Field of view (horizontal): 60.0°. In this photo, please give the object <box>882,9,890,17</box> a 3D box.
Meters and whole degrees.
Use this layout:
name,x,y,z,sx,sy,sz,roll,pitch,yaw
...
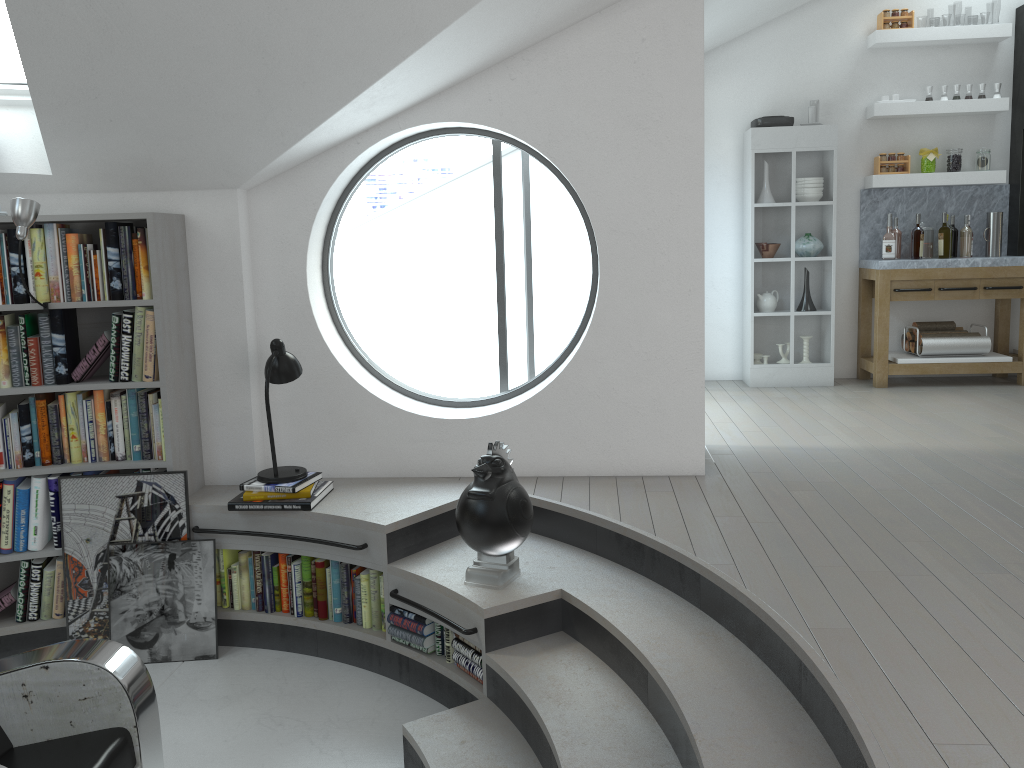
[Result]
name,x,y,z,sx,sy,sz,roll,pitch,yaw
object,2.862,-2.825,6.780,0.059,0.075,0.059,3,9,28

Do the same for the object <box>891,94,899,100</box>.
name,x,y,z,sx,sy,sz,roll,pitch,yaw
object,2.956,-2.197,6.841,0.054,0.071,0.054,-1,8,4

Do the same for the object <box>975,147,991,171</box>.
name,x,y,z,sx,sy,sz,roll,pitch,yaw
object,3.636,-1.728,6.842,0.103,0.177,0.208,2,9,27

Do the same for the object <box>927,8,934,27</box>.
name,x,y,z,sx,sy,sz,roll,pitch,yaw
object,3.205,-2.785,6.792,0.048,0.169,0.048,0,8,13

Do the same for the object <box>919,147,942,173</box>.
name,x,y,z,sx,sy,sz,roll,pitch,yaw
object,3.222,-1.731,6.873,0.163,0.198,0.128,-2,8,0

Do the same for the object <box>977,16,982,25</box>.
name,x,y,z,sx,sy,sz,roll,pitch,yaw
object,3.557,-2.752,6.763,0.094,0.093,0.094,5,10,37

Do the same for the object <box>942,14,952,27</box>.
name,x,y,z,sx,sy,sz,roll,pitch,yaw
object,3.283,-2.736,6.696,0.071,0.098,0.071,-6,9,-30

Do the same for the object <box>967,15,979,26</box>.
name,x,y,z,sx,sy,sz,roll,pitch,yaw
object,3.484,-2.737,6.708,0.077,0.085,0.077,4,10,37

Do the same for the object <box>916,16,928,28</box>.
name,x,y,z,sx,sy,sz,roll,pitch,yaw
object,3.129,-2.746,6.768,0.082,0.105,0.082,-6,9,-26

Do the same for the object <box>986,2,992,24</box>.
name,x,y,z,sx,sy,sz,roll,pitch,yaw
object,3.614,-2.788,6.707,0.054,0.178,0.054,-4,8,-18

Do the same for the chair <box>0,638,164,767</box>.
name,x,y,z,sx,sy,sz,roll,pitch,yaw
chair,-1.502,1.181,2.459,0.741,0.717,0.826,-2,8,0

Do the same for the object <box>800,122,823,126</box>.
name,x,y,z,sx,sy,sz,roll,pitch,yaw
object,2.322,-1.984,6.838,0.151,0.024,0.296,3,10,29

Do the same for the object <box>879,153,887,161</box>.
name,x,y,z,sx,sy,sz,roll,pitch,yaw
object,2.894,-1.764,6.916,0.059,0.075,0.059,3,9,28

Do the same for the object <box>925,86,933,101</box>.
name,x,y,z,sx,sy,sz,roll,pitch,yaw
object,3.206,-2.224,6.811,0.068,0.124,0.064,-2,8,-1

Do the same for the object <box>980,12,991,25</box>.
name,x,y,z,sx,sy,sz,roll,pitch,yaw
object,3.559,-2.740,6.672,0.071,0.098,0.071,-6,9,-30

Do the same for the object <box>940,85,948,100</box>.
name,x,y,z,sx,sy,sz,roll,pitch,yaw
object,3.317,-2.226,6.801,0.068,0.124,0.064,-2,8,-1

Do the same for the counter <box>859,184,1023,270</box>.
name,x,y,z,sx,sy,sz,roll,pitch,yaw
counter,6.055,-1.291,6.787,6.574,0.617,0.965,-1,9,5

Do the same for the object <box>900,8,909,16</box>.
name,x,y,z,sx,sy,sz,roll,pitch,yaw
object,2.996,-2.827,6.768,0.059,0.075,0.059,3,9,28

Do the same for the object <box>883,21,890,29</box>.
name,x,y,z,sx,sy,sz,roll,pitch,yaw
object,2.865,-2.740,6.790,0.059,0.075,0.059,3,9,28

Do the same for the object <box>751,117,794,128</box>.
name,x,y,z,sx,sy,sz,roll,pitch,yaw
object,2.013,-1.983,6.861,0.298,0.119,0.300,-1,9,5

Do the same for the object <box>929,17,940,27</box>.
name,x,y,z,sx,sy,sz,roll,pitch,yaw
object,3.208,-2.733,6.732,0.077,0.085,0.077,4,10,37

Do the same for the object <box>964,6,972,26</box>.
name,x,y,z,sx,sy,sz,roll,pitch,yaw
object,3.481,-2.789,6.768,0.048,0.169,0.048,0,8,13

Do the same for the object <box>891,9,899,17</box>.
name,x,y,z,sx,sy,sz,roll,pitch,yaw
object,2.929,-2.826,6.774,0.059,0.075,0.059,3,9,28

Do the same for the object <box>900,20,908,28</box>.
name,x,y,z,sx,sy,sz,roll,pitch,yaw
object,2.998,-2.742,6.779,0.059,0.075,0.059,3,9,28

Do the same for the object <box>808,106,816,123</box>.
name,x,y,z,sx,sy,sz,roll,pitch,yaw
object,2.293,-2.065,6.779,0.054,0.195,0.054,3,9,30

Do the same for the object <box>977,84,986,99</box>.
name,x,y,z,sx,sy,sz,roll,pitch,yaw
object,3.589,-2.229,6.768,0.068,0.124,0.064,-2,8,-1

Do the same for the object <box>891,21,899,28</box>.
name,x,y,z,sx,sy,sz,roll,pitch,yaw
object,2.931,-2.741,6.784,0.059,0.075,0.059,3,9,28

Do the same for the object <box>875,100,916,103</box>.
name,x,y,z,sx,sy,sz,roll,pitch,yaw
object,2.957,-2.170,6.844,0.295,0.024,0.114,-1,9,5

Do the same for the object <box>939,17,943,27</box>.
name,x,y,z,sx,sy,sz,roll,pitch,yaw
object,3.281,-2.748,6.787,0.094,0.093,0.094,5,10,37

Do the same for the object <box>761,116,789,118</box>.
name,x,y,z,sx,sy,sz,roll,pitch,yaw
object,2.012,-1.992,6.860,0.238,0.119,0.239,-1,9,5

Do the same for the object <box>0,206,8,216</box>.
name,x,y,z,sx,sy,sz,roll,pitch,yaw
object,-2.380,-0.982,3.964,0.179,0.471,0.179,0,8,14

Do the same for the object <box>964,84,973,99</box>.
name,x,y,z,sx,sy,sz,roll,pitch,yaw
object,3.497,-2.229,6.784,0.068,0.124,0.064,-2,8,-1

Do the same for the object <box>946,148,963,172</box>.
name,x,y,z,sx,sy,sz,roll,pitch,yaw
object,3.421,-1.728,6.858,0.120,0.182,0.121,1,8,20

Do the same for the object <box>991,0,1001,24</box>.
name,x,y,z,sx,sy,sz,roll,pitch,yaw
object,3.627,-2.783,6.644,0.063,0.186,0.063,-5,8,-26

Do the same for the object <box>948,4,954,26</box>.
name,x,y,z,sx,sy,sz,roll,pitch,yaw
object,3.338,-2.784,6.731,0.054,0.178,0.054,-4,8,-18

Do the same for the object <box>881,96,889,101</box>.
name,x,y,z,sx,sy,sz,roll,pitch,yaw
object,2.882,-2.191,6.849,0.058,0.061,0.057,-1,8,5

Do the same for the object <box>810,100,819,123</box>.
name,x,y,z,sx,sy,sz,roll,pitch,yaw
object,2.346,-2.089,6.870,0.071,0.210,0.073,2,9,28

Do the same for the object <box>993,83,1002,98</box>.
name,x,y,z,sx,sy,sz,roll,pitch,yaw
object,3.700,-2.231,6.758,0.068,0.124,0.064,-2,8,-1

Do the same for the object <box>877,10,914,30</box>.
name,x,y,z,sx,sy,sz,roll,pitch,yaw
object,2.932,-2.764,6.780,0.237,0.145,0.121,-1,8,5

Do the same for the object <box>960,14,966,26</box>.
name,x,y,z,sx,sy,sz,roll,pitch,yaw
object,3.406,-2.751,6.743,0.082,0.105,0.082,-6,9,-26

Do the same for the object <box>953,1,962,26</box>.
name,x,y,z,sx,sy,sz,roll,pitch,yaw
object,3.351,-2.778,6.669,0.063,0.186,0.063,-5,8,-26

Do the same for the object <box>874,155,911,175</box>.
name,x,y,z,sx,sy,sz,roll,pitch,yaw
object,2.964,-1.703,6.916,0.237,0.145,0.121,-1,8,5

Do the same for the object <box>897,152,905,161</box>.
name,x,y,z,sx,sy,sz,roll,pitch,yaw
object,3.027,-1.766,6.904,0.059,0.075,0.059,3,9,28

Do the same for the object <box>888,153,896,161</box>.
name,x,y,z,sx,sy,sz,roll,pitch,yaw
object,2.961,-1.765,6.910,0.059,0.075,0.059,3,9,28

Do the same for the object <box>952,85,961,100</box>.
name,x,y,z,sx,sy,sz,roll,pitch,yaw
object,3.401,-2.225,6.779,0.068,0.124,0.064,-2,8,-1
